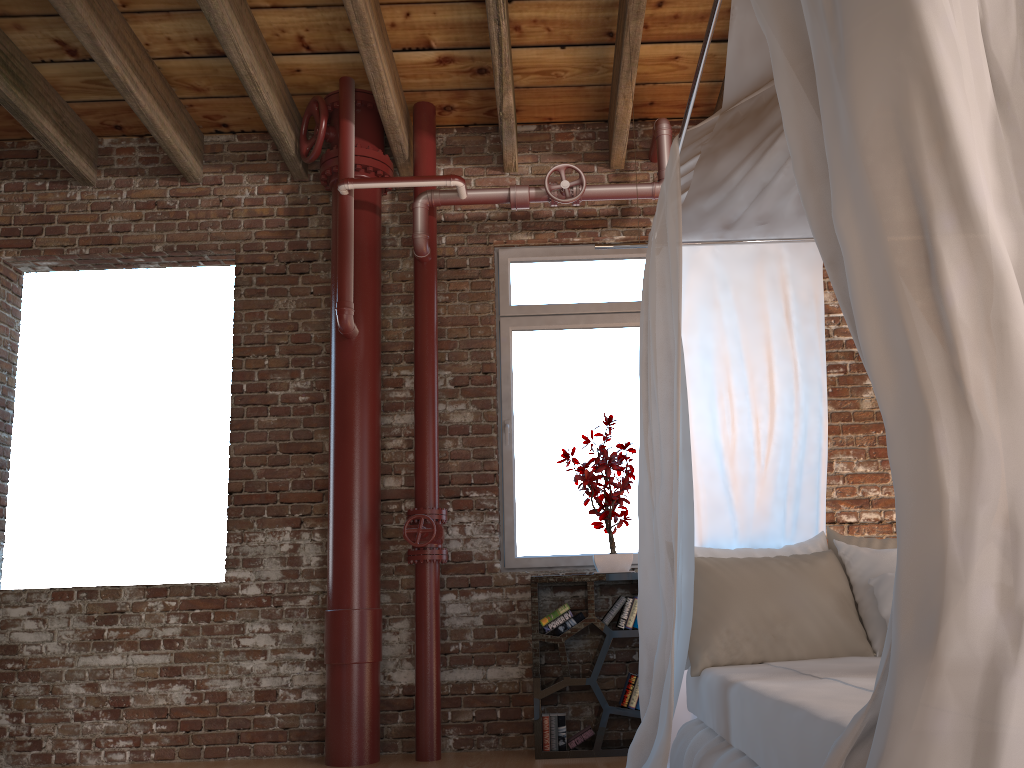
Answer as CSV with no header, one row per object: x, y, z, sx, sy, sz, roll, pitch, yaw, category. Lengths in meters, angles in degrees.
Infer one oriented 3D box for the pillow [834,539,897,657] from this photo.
1.461,0.715,3.025,0.605,0.397,0.358,-1,-12,-2,pillow

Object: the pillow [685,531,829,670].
0.888,0.785,3.214,0.625,0.486,0.204,-2,-10,0,pillow

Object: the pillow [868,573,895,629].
1.372,0.737,2.843,0.379,0.287,0.222,-4,-12,9,pillow

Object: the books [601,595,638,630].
0.552,1.111,4.289,0.241,0.163,0.137,-2,-12,0,books

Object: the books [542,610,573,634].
0.222,1.155,4.281,0.152,0.107,0.138,-2,-13,1,books

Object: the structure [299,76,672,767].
-0.123,0.076,4.408,1.976,3.414,0.592,-2,-10,-1,structure

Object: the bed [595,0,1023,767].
1.394,-0.695,2.400,2.467,3.825,2.742,-2,-11,1,bed

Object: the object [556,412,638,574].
0.444,0.540,4.444,0.412,0.828,0.406,-1,-11,-3,object

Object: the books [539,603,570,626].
0.208,1.121,4.287,0.152,0.107,0.138,-2,-13,1,books

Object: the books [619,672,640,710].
0.614,1.475,4.226,0.200,0.178,0.137,-2,-11,1,books

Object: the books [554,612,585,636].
0.280,1.165,4.280,0.155,0.112,0.138,-2,-13,1,books

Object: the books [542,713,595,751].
0.269,1.652,4.196,0.246,0.157,0.137,-2,-12,0,books

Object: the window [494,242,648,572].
0.553,0.092,4.789,1.329,1.822,0.172,-2,-10,0,window

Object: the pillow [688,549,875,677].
0.879,0.770,3.014,0.606,0.408,0.367,-1,-12,-2,pillow

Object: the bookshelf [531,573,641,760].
0.528,1.358,4.318,0.845,0.833,0.300,-2,-10,0,bookshelf

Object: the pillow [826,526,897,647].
1.465,0.751,3.228,0.624,0.487,0.214,-2,-10,0,pillow
